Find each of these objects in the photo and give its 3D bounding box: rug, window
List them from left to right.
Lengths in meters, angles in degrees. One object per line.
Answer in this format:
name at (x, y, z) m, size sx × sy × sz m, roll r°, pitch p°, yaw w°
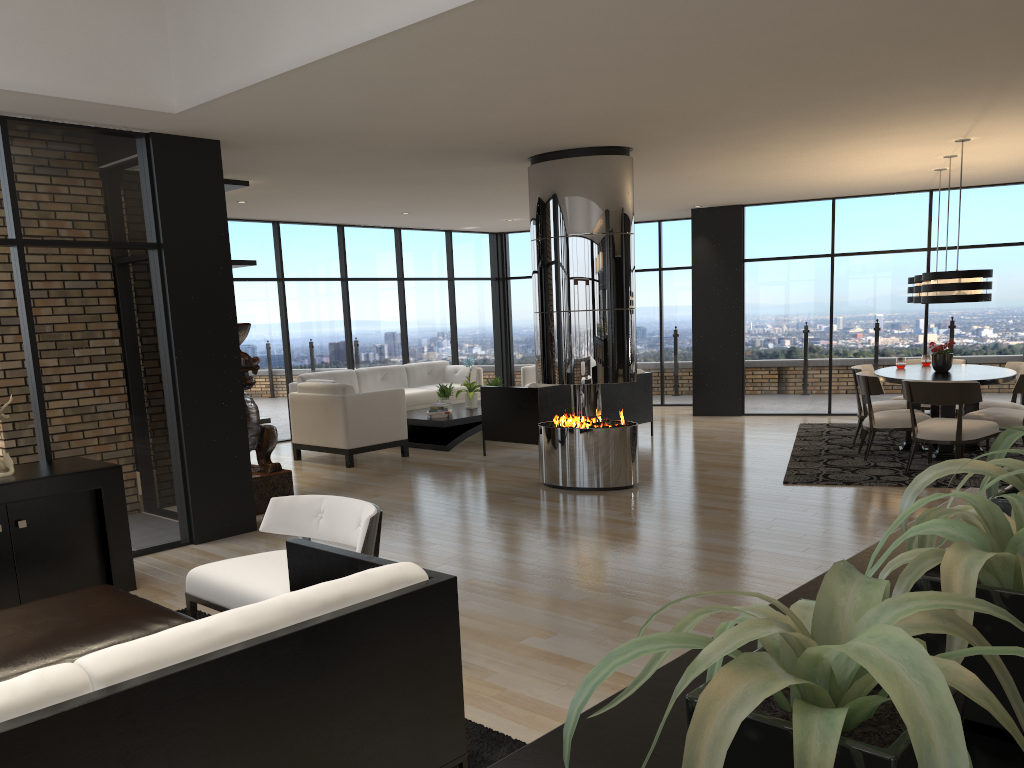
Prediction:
rug at (-1.862, 1.368, 2.816) m, size 2.472 × 0.012 × 3.007 m, roll 2°, pitch 6°, yaw 44°
window at (-0.611, -1.354, 5.754) m, size 10.113 × 4.850 × 15.713 m, roll 1°, pitch 6°, yaw 29°
rug at (4.161, 0.638, 8.580) m, size 2.716 × 0.011 × 3.677 m, roll -1°, pitch 5°, yaw 20°

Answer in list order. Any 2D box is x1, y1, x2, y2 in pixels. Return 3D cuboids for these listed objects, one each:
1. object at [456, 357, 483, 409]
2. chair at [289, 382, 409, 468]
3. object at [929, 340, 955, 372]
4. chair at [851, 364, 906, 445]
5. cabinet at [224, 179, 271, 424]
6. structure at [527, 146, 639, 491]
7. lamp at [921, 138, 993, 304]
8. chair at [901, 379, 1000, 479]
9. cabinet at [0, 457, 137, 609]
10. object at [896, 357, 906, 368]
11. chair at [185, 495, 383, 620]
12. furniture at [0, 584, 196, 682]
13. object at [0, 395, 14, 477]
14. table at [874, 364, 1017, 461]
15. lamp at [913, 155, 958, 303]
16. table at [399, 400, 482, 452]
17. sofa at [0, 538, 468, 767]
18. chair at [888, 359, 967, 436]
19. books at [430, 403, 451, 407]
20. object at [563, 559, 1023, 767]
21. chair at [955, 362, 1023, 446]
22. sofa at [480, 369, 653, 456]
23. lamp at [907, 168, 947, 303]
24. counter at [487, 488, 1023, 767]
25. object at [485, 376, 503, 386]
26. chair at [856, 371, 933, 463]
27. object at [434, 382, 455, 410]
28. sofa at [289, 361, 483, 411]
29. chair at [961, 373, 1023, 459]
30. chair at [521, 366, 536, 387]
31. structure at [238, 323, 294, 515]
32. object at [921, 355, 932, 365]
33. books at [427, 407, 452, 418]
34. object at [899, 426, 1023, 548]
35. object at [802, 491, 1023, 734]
object at (-0.499, -0.015, 10.896) m, size 0.354 × 0.640 × 0.366 m, roll -7°, pitch 10°, yaw -28°
chair at (-1.767, 0.387, 9.600) m, size 0.997 × 0.868 × 0.847 m, roll 4°, pitch 10°, yaw 42°
object at (4.075, -0.268, 8.381) m, size 0.228 × 0.302 × 0.234 m, roll 1°, pitch 9°, yaw 22°
chair at (3.771, 0.220, 8.976) m, size 0.615 × 0.817 × 0.635 m, roll 2°, pitch 9°, yaw 30°
cabinet at (-3.608, -0.398, 8.481) m, size 2.651 × 2.780 × 1.174 m, roll 4°, pitch 11°, yaw 43°
structure at (0.606, -0.497, 7.415) m, size 0.890 × 2.782 × 0.579 m, roll 3°, pitch 11°, yaw 30°
lamp at (3.743, -1.355, 7.389) m, size 0.535 × 1.348 × 0.528 m, roll 1°, pitch 10°, yaw 19°
chair at (3.634, 0.355, 7.377) m, size 0.611 × 0.817 × 0.639 m, roll -9°, pitch 10°, yaw -41°
cabinet at (-3.452, 0.956, 4.189) m, size 0.618 × 0.750 × 3.013 m, roll 5°, pitch 8°, yaw 43°
object at (3.955, -0.215, 8.976) m, size 0.095 × 0.107 × 0.094 m, roll 2°, pitch 9°, yaw 31°
chair at (-0.955, 0.899, 3.968) m, size 0.802 × 0.684 × 0.678 m, roll 4°, pitch 10°, yaw 42°
furniture at (-1.677, 1.086, 3.239) m, size 0.824 × 0.490 × 0.820 m, roll 3°, pitch 8°, yaw 42°
object at (-2.793, 0.275, 4.764) m, size 0.105 × 0.466 × 0.254 m, roll 7°, pitch 13°, yaw 43°
table at (4.110, 0.265, 8.461) m, size 1.208 × 0.779 × 2.080 m, roll 0°, pitch 6°, yaw 22°
lamp at (4.054, -1.436, 8.217) m, size 0.535 × 1.348 × 0.528 m, roll 1°, pitch 10°, yaw 19°
table at (-0.532, 0.481, 10.931) m, size 1.260 × 0.356 × 2.014 m, roll 2°, pitch 7°, yaw 43°
sofa at (-1.137, 0.986, 2.174) m, size 0.835 × 0.814 × 2.014 m, roll 4°, pitch 8°, yaw 43°
chair at (4.457, 0.152, 9.444) m, size 0.640 × 0.817 × 0.610 m, roll 4°, pitch 10°, yaw 41°
books at (-0.819, 0.239, 10.140) m, size 0.184 × 0.027 × 0.153 m, roll 1°, pitch 6°, yaw 33°
object at (0.191, 0.262, 0.646) m, size 0.405 × 0.220 × 0.394 m, roll -5°, pitch 6°, yaw -22°
chair at (4.757, 0.208, 8.593) m, size 0.616 × 0.817 × 0.634 m, roll -2°, pitch 8°, yaw 6°
sofa at (0.649, 0.289, 9.832) m, size 0.835 × 0.814 × 2.014 m, roll 4°, pitch 8°, yaw 43°
lamp at (4.365, -1.516, 9.045) m, size 0.535 × 1.348 × 0.528 m, roll 1°, pitch 10°, yaw 19°
counter at (0.407, 0.395, 0.447) m, size 1.175 × 0.032 × 3.087 m, roll 2°, pitch 6°, yaw 43°
object at (-0.224, 0.080, 11.235) m, size 0.284 × 0.375 × 0.212 m, roll 1°, pitch 9°, yaw 21°
chair at (3.506, 0.297, 8.167) m, size 0.616 × 0.817 × 0.634 m, roll -1°, pitch 8°, yaw 13°
object at (-0.803, 0.154, 10.633) m, size 0.284 × 0.375 × 0.212 m, roll -2°, pitch 9°, yaw 6°
sofa at (-1.594, 0.196, 11.874) m, size 0.851 × 0.867 × 2.671 m, roll 4°, pitch 8°, yaw 43°
chair at (4.447, 0.280, 7.870) m, size 0.637 × 0.818 × 0.612 m, roll -9°, pitch 11°, yaw -41°
chair at (0.764, 0.057, 12.308) m, size 0.997 × 0.868 × 0.847 m, roll 4°, pitch 10°, yaw 42°
structure at (-2.256, 0.231, 7.188) m, size 0.728 × 1.616 × 0.512 m, roll 6°, pitch 12°, yaw 42°
object at (4.322, -0.249, 9.204) m, size 0.095 × 0.107 × 0.094 m, roll -4°, pitch 8°, yaw -13°
books at (-0.833, 0.315, 10.154) m, size 0.307 × 0.128 × 0.221 m, roll -3°, pitch 6°, yaw -8°
object at (0.796, 0.178, 1.221) m, size 0.405 × 0.242 × 0.394 m, roll -5°, pitch 7°, yaw -22°
object at (0.501, 0.214, 0.941) m, size 0.396 × 0.242 × 0.403 m, roll -5°, pitch 7°, yaw -22°
